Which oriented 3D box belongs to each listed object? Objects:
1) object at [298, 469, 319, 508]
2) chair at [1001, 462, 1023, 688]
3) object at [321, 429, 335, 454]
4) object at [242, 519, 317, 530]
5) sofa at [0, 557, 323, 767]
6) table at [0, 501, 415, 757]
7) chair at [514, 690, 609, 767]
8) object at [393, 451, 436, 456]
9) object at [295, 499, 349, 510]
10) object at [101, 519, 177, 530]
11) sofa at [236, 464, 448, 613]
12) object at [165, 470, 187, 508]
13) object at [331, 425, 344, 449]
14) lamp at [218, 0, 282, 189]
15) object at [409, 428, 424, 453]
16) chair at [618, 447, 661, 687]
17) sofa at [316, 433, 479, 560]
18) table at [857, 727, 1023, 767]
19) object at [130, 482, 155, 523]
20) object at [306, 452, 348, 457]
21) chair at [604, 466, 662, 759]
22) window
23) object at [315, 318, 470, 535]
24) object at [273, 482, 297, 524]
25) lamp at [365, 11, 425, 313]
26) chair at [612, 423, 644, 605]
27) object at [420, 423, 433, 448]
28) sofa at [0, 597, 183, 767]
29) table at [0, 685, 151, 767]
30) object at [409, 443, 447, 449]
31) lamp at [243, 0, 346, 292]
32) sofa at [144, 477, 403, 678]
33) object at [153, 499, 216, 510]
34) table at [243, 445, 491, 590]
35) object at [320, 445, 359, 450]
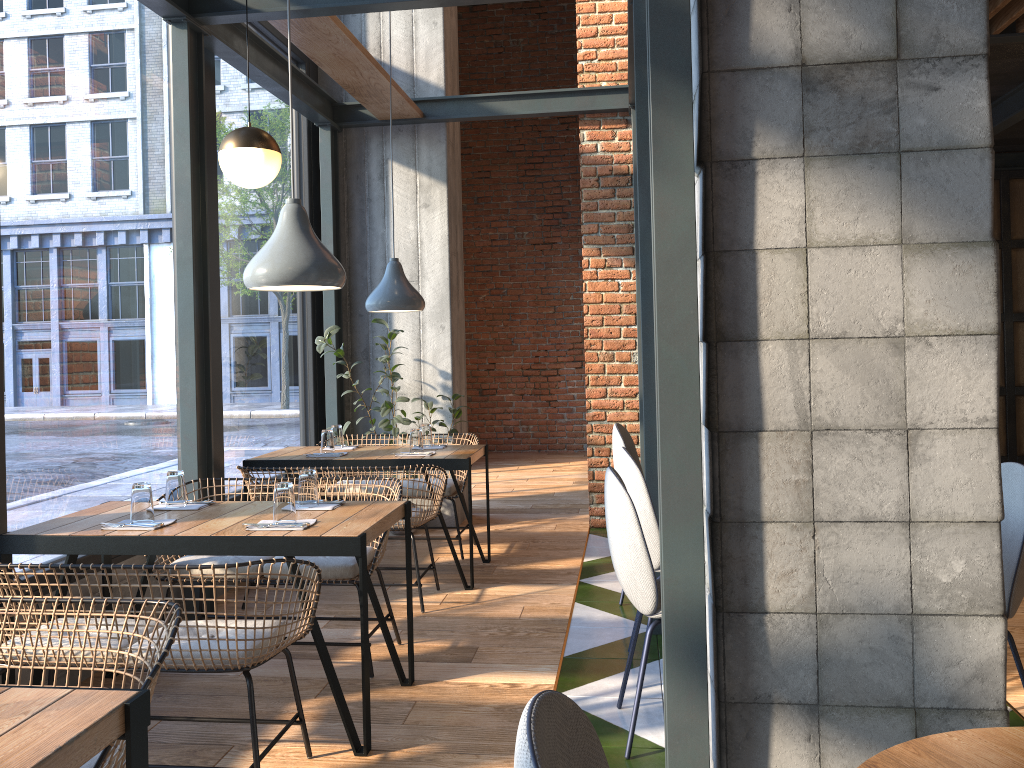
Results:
[{"bbox_3d":[-0.775,0.395,3.366,0.080,0.138,0.080,-2,0,-17],"label":"object"},{"bbox_3d":[1.399,0.702,2.843,0.507,0.888,0.418,-1,0,4],"label":"chair"},{"bbox_3d":[-1.050,0.329,5.043,0.080,0.138,0.080,-1,1,39],"label":"object"},{"bbox_3d":[-0.797,0.476,3.031,0.242,0.019,0.157,-1,2,6],"label":"object"},{"bbox_3d":[-1.136,0.850,2.673,1.091,0.733,0.471,-1,1,8],"label":"sofa"},{"bbox_3d":[-1.062,0.837,3.235,1.271,0.706,0.658,-1,1,8],"label":"table"},{"bbox_3d":[0.265,0.811,0.989,0.507,0.888,0.418,-1,0,9],"label":"chair"},{"bbox_3d":[-0.551,0.386,4.953,0.242,0.019,0.157,-1,2,8],"label":"object"},{"bbox_3d":[-0.749,0.460,3.385,0.242,0.019,0.157,-1,2,10],"label":"object"},{"bbox_3d":[-1.314,0.486,3.101,0.242,0.019,0.157,-1,2,10],"label":"object"},{"bbox_3d":[-0.883,0.760,4.583,1.091,0.733,0.471,-1,1,8],"label":"sofa"},{"bbox_3d":[-1.305,0.405,3.437,0.080,0.138,0.080,-1,0,10],"label":"object"},{"bbox_3d":[-1.055,0.316,5.334,0.080,0.138,0.080,-2,0,-19],"label":"object"},{"bbox_3d":[-1.199,-2.759,3.919,0.268,3.795,0.268,-1,0,-24],"label":"lamp"},{"bbox_3d":[-0.537,0.319,4.975,0.080,0.138,0.080,-2,0,-19],"label":"object"},{"bbox_3d":[0.687,0.690,3.524,0.507,0.888,0.418,-1,0,4],"label":"chair"},{"bbox_3d":[-0.734,0.708,5.702,1.091,0.733,0.471,-1,1,8],"label":"sofa"},{"bbox_3d":[0.707,0.874,0.902,0.699,0.747,0.700,-1,1,18],"label":"table"},{"bbox_3d":[-1.304,0.419,3.123,0.080,0.138,0.080,-2,0,-17],"label":"object"},{"bbox_3d":[-1.059,0.396,5.021,0.242,0.019,0.157,-1,2,6],"label":"object"},{"bbox_3d":[0.573,0.717,2.960,0.507,0.888,0.418,-1,0,4],"label":"chair"},{"bbox_3d":[-2.056,-1.941,2.192,0.127,5.598,8.727,-1,2,8],"label":"window"},{"bbox_3d":[-0.853,0.305,6.139,0.859,1.498,0.898,-1,1,27],"label":"object"},{"bbox_3d":[-0.784,0.409,3.053,0.080,0.138,0.080,-1,0,9],"label":"object"},{"bbox_3d":[-0.746,-2.674,5.255,0.352,4.491,0.353,-2,0,43],"label":"lamp"},{"bbox_3d":[0.780,0.643,4.542,0.507,0.888,0.418,-1,0,14],"label":"chair"},{"bbox_3d":[-0.512,0.306,5.262,0.080,0.138,0.080,-2,0,-19],"label":"object"},{"bbox_3d":[-1.239,0.886,1.903,1.091,0.733,0.471,-1,1,8],"label":"sofa"},{"bbox_3d":[-1.313,0.925,1.342,1.271,0.706,0.658,-1,1,8],"label":"table"},{"bbox_3d":[-0.486,0.370,5.282,0.242,0.019,0.157,-1,2,8],"label":"object"},{"bbox_3d":[-0.818,-2.579,3.126,0.353,4.491,0.352,-1,0,-30],"label":"lamp"},{"bbox_3d":[-0.988,0.797,3.793,1.091,0.733,0.471,-1,1,8],"label":"sofa"},{"bbox_3d":[-1.279,0.470,3.457,0.242,0.019,0.157,-1,2,7],"label":"object"},{"bbox_3d":[-0.809,0.747,5.140,1.271,0.706,0.658,-1,1,8],"label":"table"},{"bbox_3d":[-1.029,0.381,5.354,0.242,0.019,0.157,-1,2,8],"label":"object"}]
